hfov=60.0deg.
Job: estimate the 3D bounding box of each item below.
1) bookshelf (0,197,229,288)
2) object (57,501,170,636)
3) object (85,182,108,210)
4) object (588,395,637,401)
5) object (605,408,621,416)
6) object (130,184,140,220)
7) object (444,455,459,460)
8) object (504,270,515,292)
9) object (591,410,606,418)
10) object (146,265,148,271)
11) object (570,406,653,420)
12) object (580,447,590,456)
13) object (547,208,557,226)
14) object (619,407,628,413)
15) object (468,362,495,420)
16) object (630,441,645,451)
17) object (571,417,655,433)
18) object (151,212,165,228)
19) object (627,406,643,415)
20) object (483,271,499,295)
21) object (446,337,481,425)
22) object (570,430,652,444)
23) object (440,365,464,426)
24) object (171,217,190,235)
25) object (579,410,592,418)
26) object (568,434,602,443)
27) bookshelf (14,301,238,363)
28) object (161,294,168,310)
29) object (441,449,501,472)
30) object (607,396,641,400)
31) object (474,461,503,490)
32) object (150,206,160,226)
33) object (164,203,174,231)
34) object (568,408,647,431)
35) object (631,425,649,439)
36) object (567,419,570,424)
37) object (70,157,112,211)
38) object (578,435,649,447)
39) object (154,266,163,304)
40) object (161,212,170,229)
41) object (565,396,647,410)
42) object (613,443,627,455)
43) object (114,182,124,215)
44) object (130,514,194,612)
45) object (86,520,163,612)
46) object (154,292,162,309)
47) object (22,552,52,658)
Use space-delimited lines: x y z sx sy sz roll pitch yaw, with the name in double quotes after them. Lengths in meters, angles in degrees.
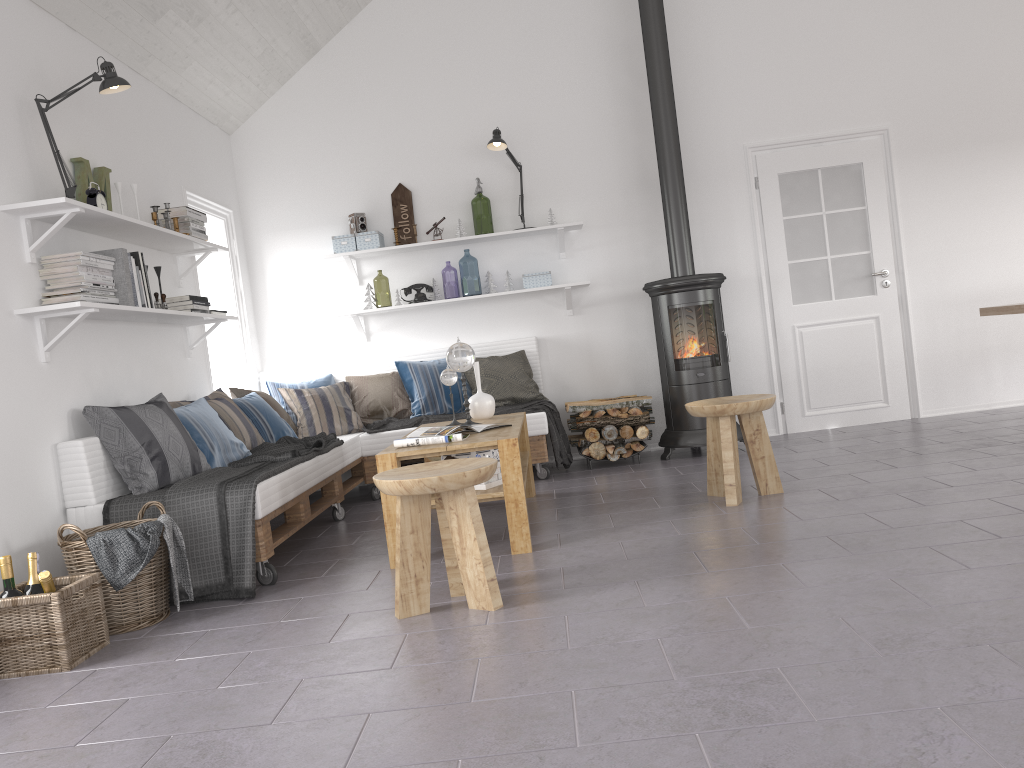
-1.839 -0.650 4.386 0.269 0.212 1.820 -7 2 2 "bookshelf"
-1.488 0.698 3.368 0.393 0.432 0.393 -8 2 -11 "object"
-1.860 -0.820 3.971 0.050 0.165 0.120 -7 2 2 "object"
0.646 0.127 6.176 0.467 0.063 0.095 -7 2 2 "object"
0.675 0.172 6.032 0.096 0.068 0.467 -7 2 2 "object"
-1.898 -0.883 4.496 0.084 0.256 0.084 -8 3 -29 "object"
-0.237 0.391 3.983 0.090 0.139 0.182 -9 3 -33 "object"
-0.027 -0.727 6.266 0.088 0.161 0.093 -7 2 11 "object"
0.585 0.184 6.035 0.098 0.060 0.467 -7 2 5 "object"
-1.860 -0.474 4.527 0.085 0.259 0.085 -8 3 -29 "object"
0.678 0.205 6.090 0.562 0.057 0.097 -7 2 2 "object"
0.493 0.438 6.102 0.052 0.056 0.561 -7 2 2 "object"
0.277 -1.167 6.232 0.073 0.142 0.072 -6 3 35 "object"
0.746 0.164 6.017 0.044 0.034 0.425 -7 2 2 "object"
-0.180 0.039 4.924 0.155 0.325 0.155 -8 2 -27 "object"
0.832 0.407 6.037 0.096 0.060 0.467 -7 2 2 "object"
0.674 0.271 5.954 0.562 0.063 0.095 -7 2 3 "object"
-1.772 -0.808 4.402 0.088 0.085 0.088 -6 2 25 "object"
0.816 0.156 6.023 0.098 0.088 0.466 -7 2 3 "object"
-0.158 -0.720 6.302 0.103 0.178 0.097 -9 3 -35 "object"
-0.252 -0.014 4.623 0.155 0.468 0.155 -8 2 -19 "object"
0.681 0.367 6.103 0.562 0.063 0.095 -7 2 3 "object"
-0.329 0.059 4.805 0.109 0.329 0.109 -8 3 -29 "object"
-1.771 -0.827 4.681 0.124 0.100 0.124 -6 2 25 "object"
0.502 0.192 6.033 0.098 0.061 0.467 -7 2 3 "object"
0.679 0.365 6.211 0.569 0.078 0.115 -7 2 3 "object"
-1.788 -0.243 4.402 0.269 0.212 1.820 -7 2 2 "bookshelf"
-1.754 -0.405 4.475 0.032 0.102 0.058 -7 2 -3 "object"
-0.190 0.370 4.258 0.302 0.161 0.302 -7 2 -2 "object"
0.652 0.129 6.092 0.541 0.070 0.101 -7 2 3 "object"
-0.186 0.408 3.939 0.281 0.102 0.155 -6 3 35 "object"
-1.820 -0.842 4.546 0.055 0.153 0.055 -8 2 -20 "object"
-1.772 -0.853 4.582 0.066 0.160 0.066 -8 2 -11 "object"
0.644 0.237 5.983 0.538 0.082 0.099 -7 2 2 "object"
0.858 0.287 6.047 0.118 0.142 0.520 -7 2 6 "object"
0.651 0.248 6.112 0.539 0.070 0.101 -7 2 3 "object"
-1.974 -0.887 4.188 0.052 0.311 0.330 -7 2 2 "object"
0.674 0.374 5.915 0.468 0.069 0.095 -7 2 2 "object"
-1.829 -0.481 4.620 0.085 0.259 0.085 -8 3 -29 "object"
-1.846 -0.847 4.746 0.055 0.153 0.055 -9 3 -30 "object"
0.639 0.131 5.988 0.562 0.074 0.095 -7 2 3 "object"
0.712 0.414 6.042 0.097 0.056 0.562 -7 2 2 "object"
-1.947 -0.874 4.424 0.084 0.256 0.084 -8 3 -29 "object"
-1.443 0.705 3.373 0.349 0.356 0.290 -7 2 -4 "object"
-1.441 0.690 3.314 0.303 0.332 0.367 -9 3 -42 "object"
-1.801 -0.408 4.507 0.032 0.117 0.058 -7 2 13 "object"
-1.646 0.765 3.050 0.094 0.361 0.127 -7 2 2 "object"
